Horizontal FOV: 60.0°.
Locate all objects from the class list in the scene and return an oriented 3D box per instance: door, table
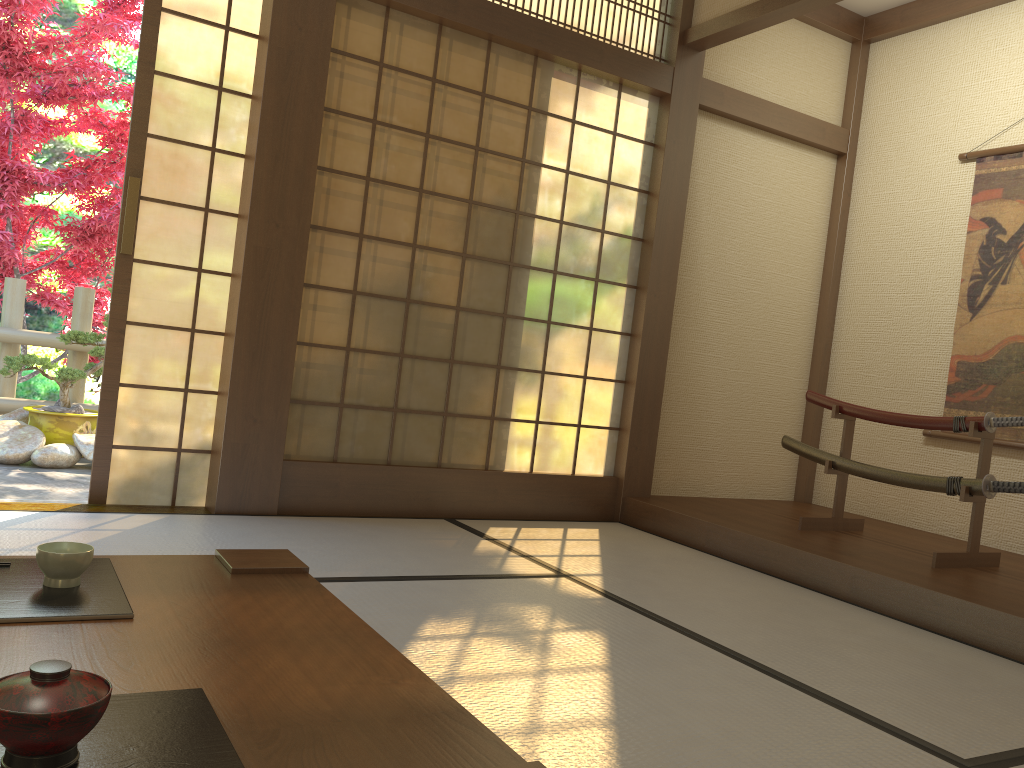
[{"bbox_3d":[-0.728,-0.533,3.959,1.894,2.380,0.073,6,1,-30],"label":"door"},{"bbox_3d":[-0.608,0.467,0.939,1.000,0.350,1.000,6,1,-30],"label":"table"}]

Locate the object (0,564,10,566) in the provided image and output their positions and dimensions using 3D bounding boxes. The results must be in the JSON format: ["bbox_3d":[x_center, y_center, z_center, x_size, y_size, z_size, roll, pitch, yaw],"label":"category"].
[{"bbox_3d":[-0.826,0.257,1.258,0.200,0.008,0.008,6,1,-34],"label":"object"}]

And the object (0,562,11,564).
[{"bbox_3d":[-0.834,0.256,1.274,0.200,0.008,0.008,6,1,-30],"label":"object"}]

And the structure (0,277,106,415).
[{"bbox_3d":[-2.798,-0.079,5.821,7.456,1.136,0.245,6,1,-30],"label":"structure"}]

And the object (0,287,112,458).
[{"bbox_3d":[-2.417,-0.235,5.293,1.032,1.362,0.586,7,1,-4],"label":"object"}]

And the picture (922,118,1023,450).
[{"bbox_3d":[2.531,-0.542,4.286,0.038,1.725,0.952,6,1,-30],"label":"picture"}]

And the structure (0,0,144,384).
[{"bbox_3d":[-3.727,-1.598,6.109,3.412,4.004,3.045,7,1,2],"label":"structure"}]

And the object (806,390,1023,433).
[{"bbox_3d":[1.769,0.135,3.904,0.086,0.121,1.186,6,1,-29],"label":"object"}]

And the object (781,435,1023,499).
[{"bbox_3d":[1.728,0.383,3.931,0.100,0.144,1.369,6,1,-29],"label":"object"}]

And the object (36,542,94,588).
[{"bbox_3d":[-0.636,0.258,1.259,0.074,0.052,0.073,7,1,13],"label":"object"}]

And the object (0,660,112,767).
[{"bbox_3d":[-0.396,0.279,0.754,0.100,0.080,0.100,6,1,-30],"label":"object"}]

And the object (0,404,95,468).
[{"bbox_3d":[-2.524,0.309,5.265,1.260,0.276,1.147,6,1,-35],"label":"object"}]

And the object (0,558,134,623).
[{"bbox_3d":[-0.744,0.276,1.196,0.400,0.007,0.300,6,1,-30],"label":"object"}]

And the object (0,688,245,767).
[{"bbox_3d":[-0.430,0.323,0.725,0.400,0.007,0.300,6,1,-30],"label":"object"}]

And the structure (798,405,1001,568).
[{"bbox_3d":[1.749,0.434,3.971,0.446,0.604,0.712,6,1,-30],"label":"structure"}]
